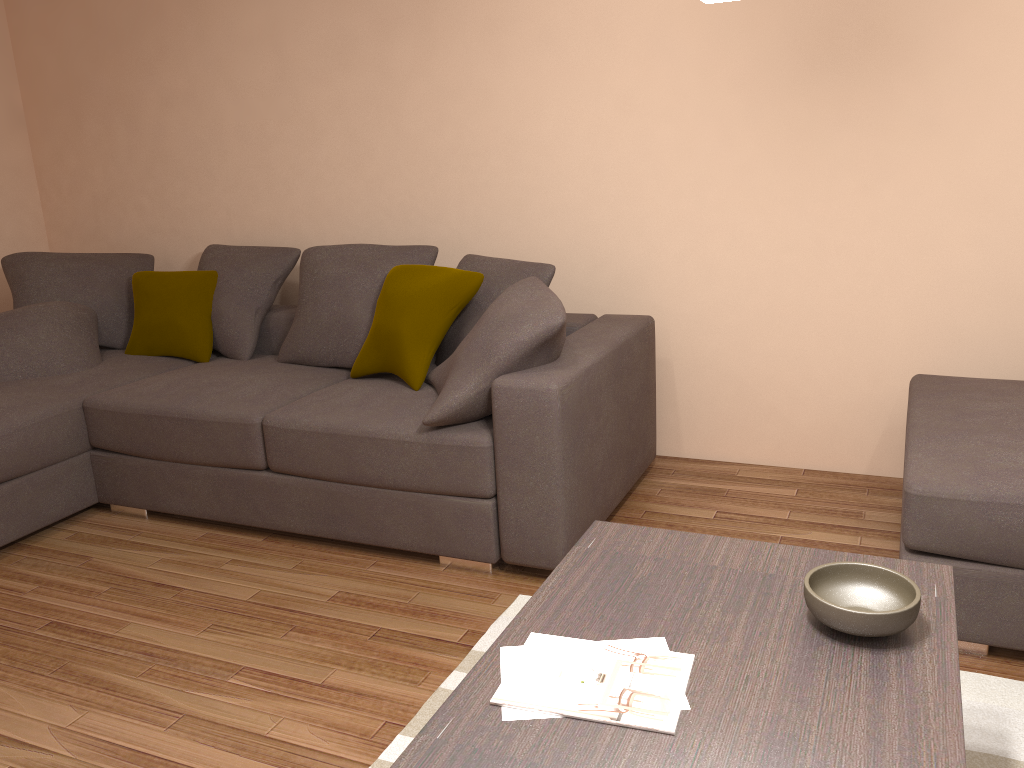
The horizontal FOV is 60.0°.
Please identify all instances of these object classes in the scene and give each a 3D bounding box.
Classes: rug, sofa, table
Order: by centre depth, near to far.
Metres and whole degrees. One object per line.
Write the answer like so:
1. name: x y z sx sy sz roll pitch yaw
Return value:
1. sofa: 1.803 0.630 1.774 1.906 0.776 3.565 4 16 24
2. table: 0.401 0.799 1.775 0.856 0.558 1.110 4 16 24
3. rug: 0.408 1.070 1.842 1.791 0.024 2.122 4 16 24
4. sofa: -1.326 0.191 4.052 3.565 0.776 1.906 4 16 24

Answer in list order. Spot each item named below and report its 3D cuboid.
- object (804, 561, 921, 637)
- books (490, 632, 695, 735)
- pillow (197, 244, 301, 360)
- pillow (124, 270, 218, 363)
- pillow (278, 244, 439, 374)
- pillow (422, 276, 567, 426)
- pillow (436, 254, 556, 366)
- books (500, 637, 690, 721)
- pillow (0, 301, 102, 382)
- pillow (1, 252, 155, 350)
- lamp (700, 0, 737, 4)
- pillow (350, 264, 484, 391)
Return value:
1. object: 0.705 0.445 1.794 0.219 0.081 0.219 5 17 29
2. books: 0.156 0.552 1.656 0.332 0.010 0.241 2 16 19
3. pillow: -1.513 -0.452 4.821 0.787 0.576 0.431 9 19 38
4. pillow: -1.800 -0.350 4.725 0.631 0.486 0.335 2 16 17
5. pillow: -0.768 -0.375 4.337 0.783 0.590 0.459 5 17 28
6. pillow: -0.079 -0.137 3.452 0.560 0.470 0.749 -4 15 -4
7. pillow: -0.133 -0.246 4.040 0.399 0.635 0.811 -9 16 -22
8. books: 0.145 0.555 1.672 0.332 0.008 0.241 -3 15 -1
9. pillow: -2.459 -0.163 4.397 0.792 0.415 0.645 -10 16 -25
10. pillow: -2.371 -0.457 4.936 0.806 0.578 0.483 -10 16 -24
11. lamp: 0.314 -0.761 1.359 0.204 0.220 0.811 4 16 24
12. pillow: -0.413 -0.253 3.875 0.382 0.492 0.658 -16 19 -39
